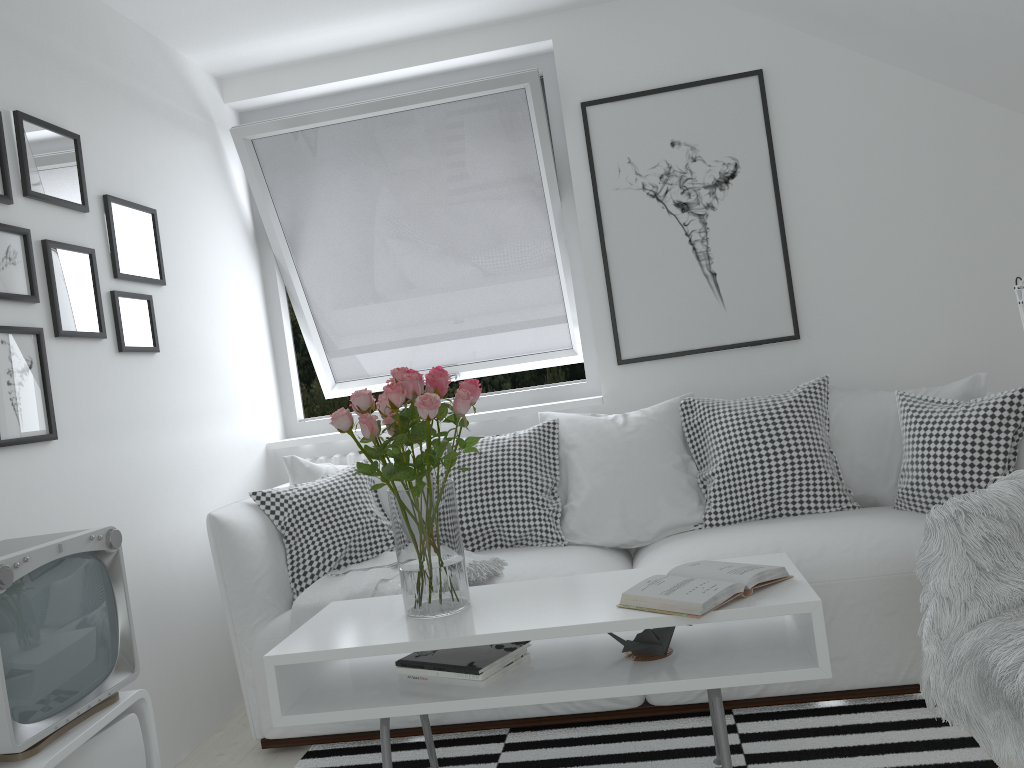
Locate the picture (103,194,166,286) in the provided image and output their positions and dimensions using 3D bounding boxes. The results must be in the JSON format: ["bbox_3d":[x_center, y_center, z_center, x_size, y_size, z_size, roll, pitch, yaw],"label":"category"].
[{"bbox_3d":[-1.247,-0.470,2.943,0.019,0.266,0.290,-8,0,8],"label":"picture"}]

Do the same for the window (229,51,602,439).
[{"bbox_3d":[-2.491,-0.172,6.153,12.055,8.137,4.514,-8,0,8],"label":"window"}]

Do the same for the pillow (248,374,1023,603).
[{"bbox_3d":[0.371,0.331,3.034,2.488,0.513,0.676,-8,0,10],"label":"pillow"}]

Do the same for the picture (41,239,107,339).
[{"bbox_3d":[-1.272,-0.270,2.585,0.018,0.274,0.225,-8,0,8],"label":"picture"}]

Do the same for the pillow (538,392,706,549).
[{"bbox_3d":[0.396,0.324,3.171,0.599,0.505,0.391,-8,0,8],"label":"pillow"}]

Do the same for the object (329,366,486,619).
[{"bbox_3d":[-0.219,0.254,2.134,0.350,0.599,0.327,-8,0,28],"label":"object"}]

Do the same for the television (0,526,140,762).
[{"bbox_3d":[-1.004,0.520,1.805,0.273,0.374,0.414,-8,0,8],"label":"television"}]

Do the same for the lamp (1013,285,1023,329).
[{"bbox_3d":[1.279,0.169,1.998,0.196,1.373,0.527,-8,0,13],"label":"lamp"}]

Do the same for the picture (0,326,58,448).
[{"bbox_3d":[-1.275,0.003,2.292,0.019,0.306,0.232,-8,0,8],"label":"picture"}]

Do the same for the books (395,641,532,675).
[{"bbox_3d":[-0.116,0.646,2.126,0.257,0.012,0.207,-8,1,36],"label":"books"}]

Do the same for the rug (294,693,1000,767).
[{"bbox_3d":[0.092,1.038,1.288,1.846,0.004,4.362,-8,0,8],"label":"rug"}]

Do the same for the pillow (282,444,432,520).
[{"bbox_3d":[-0.527,0.466,3.332,0.617,0.491,0.321,-8,0,-18],"label":"pillow"}]

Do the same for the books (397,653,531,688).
[{"bbox_3d":[-0.115,0.673,2.119,0.259,0.014,0.191,-8,1,35],"label":"books"}]

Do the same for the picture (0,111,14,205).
[{"bbox_3d":[-1.364,-0.599,2.266,0.018,0.248,0.196,-8,0,8],"label":"picture"}]

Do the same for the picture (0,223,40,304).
[{"bbox_3d":[-1.318,-0.317,2.316,0.018,0.202,0.196,-8,0,8],"label":"picture"}]

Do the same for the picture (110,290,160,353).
[{"bbox_3d":[-1.219,-0.199,2.877,0.017,0.194,0.218,-8,0,8],"label":"picture"}]

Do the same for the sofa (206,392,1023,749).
[{"bbox_3d":[0.403,0.593,2.997,2.647,0.768,0.917,-8,0,8],"label":"sofa"}]

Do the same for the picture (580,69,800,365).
[{"bbox_3d":[0.705,-0.656,3.538,0.720,1.072,0.015,-8,0,8],"label":"picture"}]

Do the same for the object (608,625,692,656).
[{"bbox_3d":[0.304,0.577,2.047,0.194,0.088,0.186,-8,0,-3],"label":"object"}]

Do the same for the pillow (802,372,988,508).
[{"bbox_3d":[1.310,0.209,3.024,0.623,0.498,0.333,-8,1,42],"label":"pillow"}]

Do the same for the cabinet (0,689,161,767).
[{"bbox_3d":[-0.980,0.946,1.809,0.350,0.477,0.467,-8,0,2],"label":"cabinet"}]

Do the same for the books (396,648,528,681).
[{"bbox_3d":[-0.120,0.660,2.122,0.254,0.014,0.191,-8,1,33],"label":"books"}]

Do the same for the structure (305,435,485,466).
[{"bbox_3d":[-0.079,0.530,3.638,1.655,0.660,0.206,-8,0,8],"label":"structure"}]

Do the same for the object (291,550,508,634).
[{"bbox_3d":[-0.298,0.679,2.986,0.670,0.291,0.831,-8,0,7],"label":"object"}]

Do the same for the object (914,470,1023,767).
[{"bbox_3d":[1.247,0.288,1.589,0.954,0.789,0.784,-8,0,-11],"label":"object"}]

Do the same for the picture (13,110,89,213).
[{"bbox_3d":[-1.325,-0.634,2.561,0.021,0.236,0.275,-8,0,8],"label":"picture"}]

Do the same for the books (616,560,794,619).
[{"bbox_3d":[0.431,0.445,1.982,0.342,0.040,0.231,-8,1,-40],"label":"books"}]
